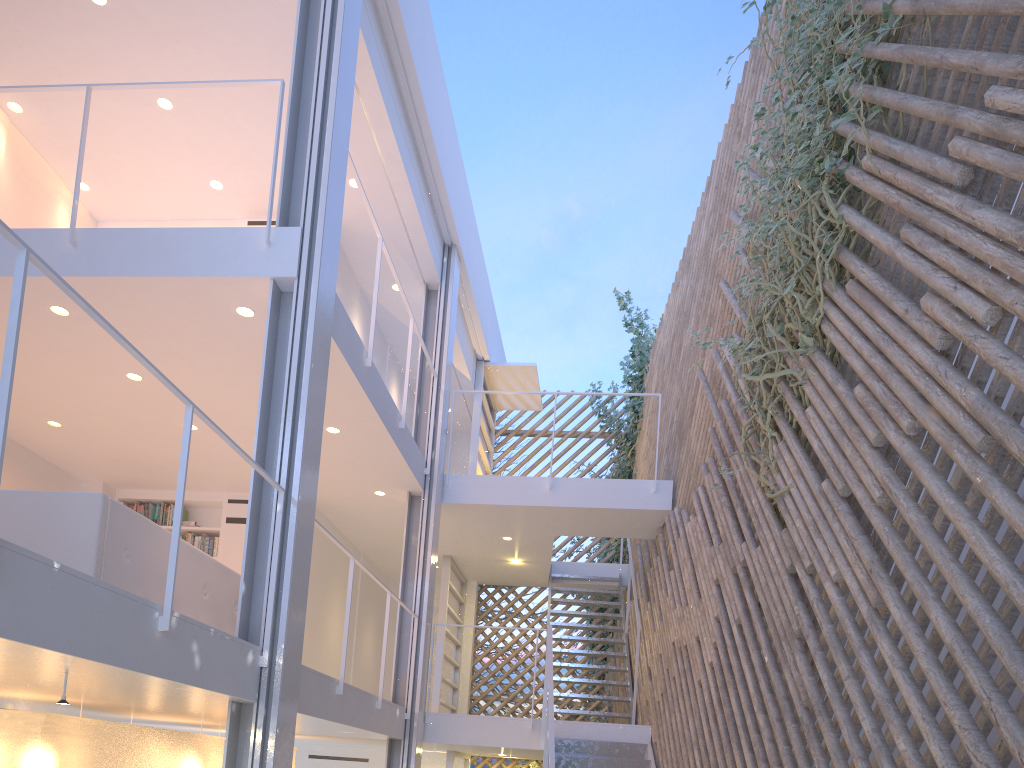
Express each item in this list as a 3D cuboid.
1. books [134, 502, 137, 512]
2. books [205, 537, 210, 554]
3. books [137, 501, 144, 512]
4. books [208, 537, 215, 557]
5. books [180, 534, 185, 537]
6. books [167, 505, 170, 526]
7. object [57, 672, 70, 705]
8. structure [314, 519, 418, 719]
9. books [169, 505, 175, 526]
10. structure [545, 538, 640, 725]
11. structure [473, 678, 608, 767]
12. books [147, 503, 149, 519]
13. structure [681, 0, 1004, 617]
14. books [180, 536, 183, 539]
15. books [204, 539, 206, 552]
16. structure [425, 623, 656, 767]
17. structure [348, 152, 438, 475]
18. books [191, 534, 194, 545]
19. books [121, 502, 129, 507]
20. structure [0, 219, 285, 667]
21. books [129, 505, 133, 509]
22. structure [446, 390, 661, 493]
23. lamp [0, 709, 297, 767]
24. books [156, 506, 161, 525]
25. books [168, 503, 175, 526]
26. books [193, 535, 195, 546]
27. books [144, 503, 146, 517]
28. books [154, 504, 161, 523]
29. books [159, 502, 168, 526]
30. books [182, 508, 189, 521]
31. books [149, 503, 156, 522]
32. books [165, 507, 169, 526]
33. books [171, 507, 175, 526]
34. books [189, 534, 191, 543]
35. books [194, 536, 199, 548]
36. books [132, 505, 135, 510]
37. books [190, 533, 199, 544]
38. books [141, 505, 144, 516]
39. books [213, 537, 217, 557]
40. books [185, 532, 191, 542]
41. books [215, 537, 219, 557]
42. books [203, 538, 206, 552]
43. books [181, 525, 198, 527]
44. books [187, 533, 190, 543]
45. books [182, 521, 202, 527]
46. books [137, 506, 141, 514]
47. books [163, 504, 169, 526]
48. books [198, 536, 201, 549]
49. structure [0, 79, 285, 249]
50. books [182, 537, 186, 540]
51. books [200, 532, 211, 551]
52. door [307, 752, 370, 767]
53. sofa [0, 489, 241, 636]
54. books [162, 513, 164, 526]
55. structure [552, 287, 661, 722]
[{"bbox_3d":[-2.160,0.767,4.762,0.011,0.133,0.094,3,-12,8],"label":"books"},{"bbox_3d":[-2.282,0.804,2.949,0.037,1.480,4.019,3,-23,18],"label":"books"},{"bbox_3d":[-2.147,0.764,4.763,0.011,0.140,0.089,3,-11,8],"label":"books"},{"bbox_3d":[-2.263,0.808,2.966,0.045,1.470,3.982,3,-23,18],"label":"books"},{"bbox_3d":[-1.898,0.936,4.724,0.015,0.130,0.085,3,-11,8],"label":"books"},{"bbox_3d":[-1.953,0.775,4.734,0.005,0.117,0.104,3,-14,8],"label":"books"},{"bbox_3d":[-1.060,0.721,1.950,0.029,0.073,0.031,2,-9,18],"label":"object"},{"bbox_3d":[-0.616,1.072,3.470,0.028,0.496,1.893,3,-24,8],"label":"structure"},{"bbox_3d":[-1.936,0.773,4.732,0.008,0.123,0.104,3,-14,8],"label":"books"},{"bbox_3d":[0.518,1.463,5.523,0.537,1.723,1.371,4,-13,2],"label":"structure"},{"bbox_3d":[0.116,3.123,6.236,1.142,1.840,0.309,3,-6,7],"label":"structure"},{"bbox_3d":[-2.083,0.769,4.755,0.024,0.133,0.091,3,-12,8],"label":"books"},{"bbox_3d":[0.945,-0.838,2.054,0.744,2.476,2.585,4,-16,0],"label":"structure"},{"bbox_3d":[-2.354,0.794,2.943,0.123,1.475,4.019,3,-23,15],"label":"books"},{"bbox_3d":[-2.296,0.824,2.972,0.024,1.508,3.947,3,-22,18],"label":"books"},{"bbox_3d":[0.103,1.790,3.450,1.185,1.780,2.159,4,-17,1],"label":"structure"},{"bbox_3d":[-0.524,-0.193,3.579,0.028,0.496,1.893,3,-24,8],"label":"structure"},{"bbox_3d":[-1.808,0.937,4.706,0.008,0.123,0.104,3,-14,8],"label":"books"},{"bbox_3d":[-2.245,0.766,4.770,0.015,0.130,0.096,3,-12,8],"label":"books"},{"bbox_3d":[-0.811,0.167,1.634,0.028,0.496,1.890,3,-24,8],"label":"structure"},{"bbox_3d":[-2.198,0.777,4.774,0.021,0.120,0.076,3,-11,8],"label":"books"},{"bbox_3d":[0.224,0.311,4.503,1.138,0.525,0.029,1,-5,6],"label":"structure"},{"bbox_3d":[-1.653,1.838,3.856,0.447,0.380,2.565,2,-25,7],"label":"lamp"},{"bbox_3d":[-2.015,0.777,4.744,0.015,0.115,0.097,3,-14,8],"label":"books"},{"bbox_3d":[-1.945,0.769,4.736,0.009,0.133,0.098,3,-12,8],"label":"books"},{"bbox_3d":[-2.330,0.823,2.977,0.025,1.507,3.956,3,-22,17],"label":"books"},{"bbox_3d":[-2.100,0.769,4.757,0.024,0.133,0.091,3,-12,8],"label":"books"},{"bbox_3d":[-2.034,0.771,4.752,0.027,0.131,0.085,3,-11,8],"label":"books"},{"bbox_3d":[-1.999,0.765,4.744,0.015,0.140,0.095,3,-12,8],"label":"books"},{"bbox_3d":[-1.890,0.782,4.739,0.006,0.118,0.078,3,-11,8],"label":"books"},{"bbox_3d":[-2.074,0.769,4.754,0.024,0.133,0.091,3,-12,8],"label":"books"},{"bbox_3d":[-1.965,0.781,4.740,0.018,0.111,0.093,3,-14,8],"label":"books"},{"bbox_3d":[-1.924,0.778,4.732,0.015,0.113,0.101,3,-14,8],"label":"books"},{"bbox_3d":[-2.329,0.822,2.985,0.023,1.518,3.929,3,-22,16],"label":"books"},{"bbox_3d":[-2.290,0.804,2.953,0.034,1.476,3.994,3,-23,16],"label":"books"},{"bbox_3d":[-2.176,0.777,4.772,0.021,0.120,0.076,3,-11,8],"label":"books"},{"bbox_3d":[-2.317,0.820,2.985,0.023,1.522,3.926,3,-22,16],"label":"books"},{"bbox_3d":[-2.117,0.772,4.752,0.007,0.117,0.105,3,-14,8],"label":"books"},{"bbox_3d":[-2.260,0.817,2.954,0.037,1.502,4.009,2,-22,19],"label":"books"},{"bbox_3d":[-1.849,0.931,4.718,0.011,0.140,0.089,3,-11,8],"label":"books"},{"bbox_3d":[-2.239,0.808,2.953,0.038,1.479,4.008,2,-23,19],"label":"books"},{"bbox_3d":[-1.743,0.949,4.706,0.006,0.110,0.088,3,-13,8],"label":"books"},{"bbox_3d":[-1.842,0.832,4.730,0.094,0.019,0.070,1,-24,6],"label":"books"},{"bbox_3d":[-2.321,0.821,2.986,0.023,1.521,3.922,3,-22,16],"label":"books"},{"bbox_3d":[-1.838,0.809,4.727,0.094,0.019,0.070,-1,-25,12],"label":"books"},{"bbox_3d":[-2.132,0.776,4.755,0.021,0.113,0.101,3,-14,8],"label":"books"},{"bbox_3d":[-1.980,0.771,4.741,0.010,0.129,0.097,3,-13,8],"label":"books"},{"bbox_3d":[-2.290,0.791,2.964,0.029,1.447,3.980,3,-23,17],"label":"books"},{"bbox_3d":[-1.881,-0.325,0.761,1.728,3.000,4.041,3,-18,7],"label":"structure"},{"bbox_3d":[-2.353,0.830,2.985,0.030,1.500,3.931,3,-23,16],"label":"books"},{"bbox_3d":[-2.305,0.811,2.970,0.030,1.529,3.975,3,-22,18],"label":"books"},{"bbox_3d":[-2.206,2.090,3.686,0.479,1.063,6.118,1,-25,19],"label":"door"},{"bbox_3d":[-1.301,0.696,2.706,0.499,0.331,1.095,2,-24,7],"label":"sofa"},{"bbox_3d":[-1.989,0.782,4.745,0.006,0.110,0.088,3,-13,8],"label":"books"},{"bbox_3d":[0.843,2.004,7.157,1.116,4.128,3.616,4,-14,6],"label":"structure"}]
